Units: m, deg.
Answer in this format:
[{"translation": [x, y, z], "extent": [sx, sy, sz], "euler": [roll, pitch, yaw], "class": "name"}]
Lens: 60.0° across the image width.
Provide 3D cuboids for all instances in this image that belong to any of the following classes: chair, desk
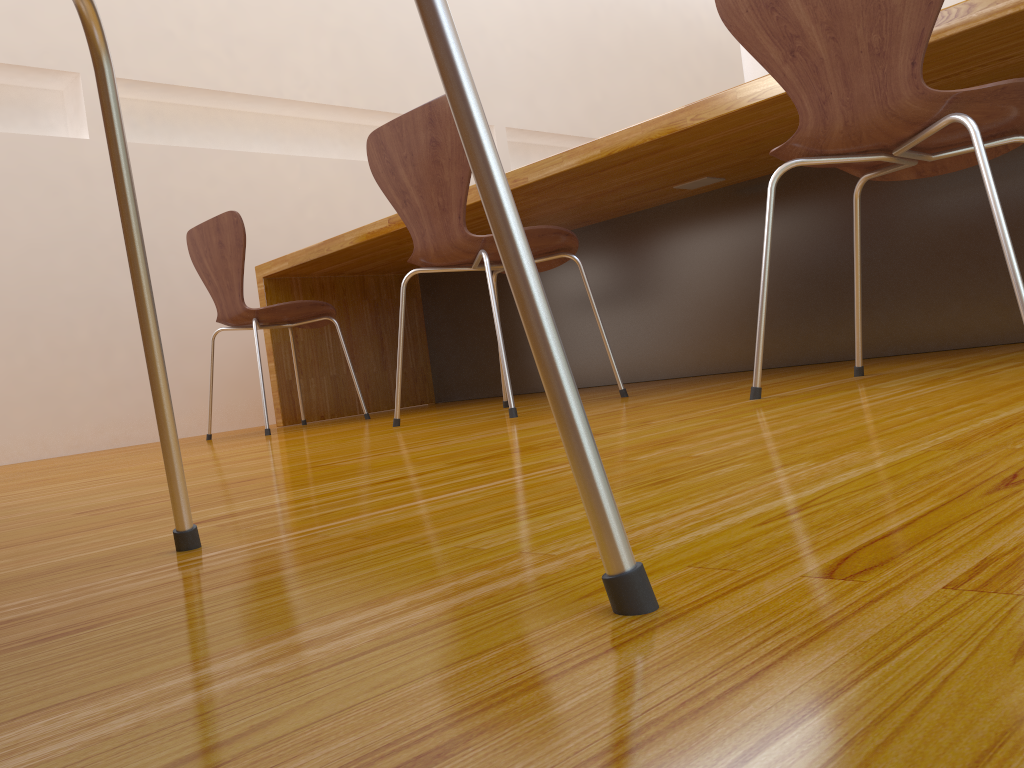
[{"translation": [-0.052, -0.274, 2.082], "extent": [0.381, 0.693, 0.428], "euler": [-8, 1, -43], "class": "chair"}, {"translation": [-0.786, -0.189, 2.923], "extent": [0.381, 0.693, 0.428], "euler": [-8, 1, -43], "class": "chair"}, {"translation": [0.609, -0.351, 1.374], "extent": [0.381, 0.693, 0.428], "euler": [-8, 1, -43], "class": "chair"}, {"translation": [-0.266, -0.216, 0.358], "extent": [0.381, 0.693, 0.428], "euler": [-8, 1, -43], "class": "chair"}, {"translation": [0.703, -0.255, 2.704], "extent": [1.527, 0.785, 3.243], "euler": [-8, 1, -43], "class": "desk"}]
